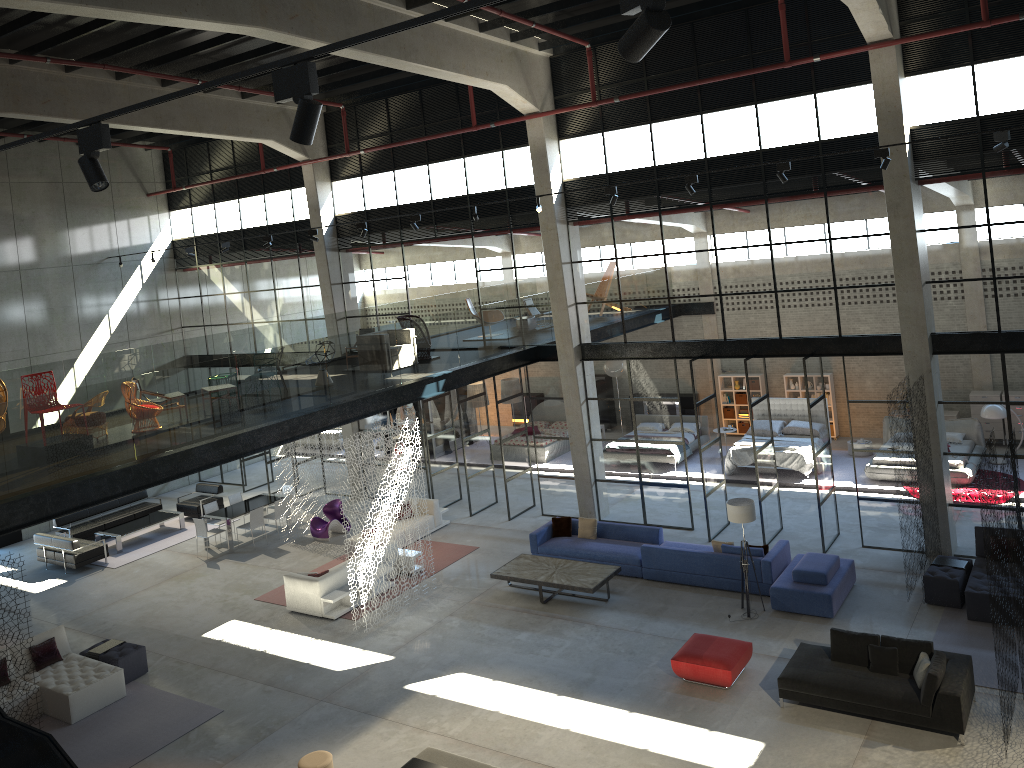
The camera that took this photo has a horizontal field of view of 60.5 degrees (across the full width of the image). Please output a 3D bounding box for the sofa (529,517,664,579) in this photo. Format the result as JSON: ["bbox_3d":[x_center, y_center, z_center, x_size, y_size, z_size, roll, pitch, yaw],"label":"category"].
[{"bbox_3d":[1.596,3.054,16.539,2.326,0.602,1.069,0,9,34],"label":"sofa"}]

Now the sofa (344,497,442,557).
[{"bbox_3d":[-2.552,3.093,18.929,0.938,0.665,2.178,-2,9,34],"label":"sofa"}]

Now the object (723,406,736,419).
[{"bbox_3d":[6.254,0.810,25.063,0.322,0.296,0.328,-3,6,34],"label":"object"}]

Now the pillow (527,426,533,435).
[{"bbox_3d":[0.407,1.344,25.156,0.873,0.211,0.640,-4,8,13],"label":"pillow"}]

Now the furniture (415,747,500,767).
[{"bbox_3d":[-0.802,4.578,9.281,1.442,0.397,1.560,0,10,34],"label":"furniture"}]

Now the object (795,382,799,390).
[{"bbox_3d":[7.780,0.043,23.953,0.100,0.203,0.099,-7,3,-27],"label":"object"}]

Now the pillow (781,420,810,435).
[{"bbox_3d":[7.180,1.080,21.537,0.975,0.290,0.702,0,10,36],"label":"pillow"}]

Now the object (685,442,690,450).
[{"bbox_3d":[3.488,1.616,22.782,2.102,0.246,0.729,0,10,34],"label":"object"}]

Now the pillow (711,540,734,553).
[{"bbox_3d":[3.617,2.840,14.916,0.399,0.380,0.209,-3,4,35],"label":"pillow"}]

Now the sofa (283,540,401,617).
[{"bbox_3d":[-3.124,3.564,16.366,0.943,0.666,2.169,-2,9,34],"label":"sofa"}]

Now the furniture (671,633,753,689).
[{"bbox_3d":[2.743,3.769,11.981,0.851,0.374,0.867,-1,9,34],"label":"furniture"}]

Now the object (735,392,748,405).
[{"bbox_3d":[6.540,0.399,24.833,0.322,0.296,0.328,-3,6,34],"label":"object"}]

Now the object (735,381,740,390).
[{"bbox_3d":[6.367,0.038,24.813,0.153,0.247,0.156,-5,3,26],"label":"object"}]

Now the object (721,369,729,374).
[{"bbox_3d":[6.115,-0.363,25.228,0.232,0.151,0.054,-2,4,32],"label":"object"}]

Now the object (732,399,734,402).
[{"bbox_3d":[6.346,0.470,25.139,0.065,0.106,0.065,-7,3,-10],"label":"object"}]

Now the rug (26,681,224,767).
[{"bbox_3d":[-6.177,4.984,11.679,2.636,0.020,3.683,0,11,34],"label":"rug"}]

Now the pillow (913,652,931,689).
[{"bbox_3d":[4.898,3.410,10.455,0.207,0.314,0.345,-5,5,13],"label":"pillow"}]

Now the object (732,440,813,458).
[{"bbox_3d":[6.224,1.703,20.891,2.271,0.656,0.661,0,8,37],"label":"object"}]

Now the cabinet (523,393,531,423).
[{"bbox_3d":[0.547,0.914,28.913,1.035,1.157,0.455,-3,3,34],"label":"cabinet"}]

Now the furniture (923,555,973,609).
[{"bbox_3d":[6.762,3.039,13.571,0.507,0.453,0.973,-2,9,39],"label":"furniture"}]

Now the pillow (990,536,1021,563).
[{"bbox_3d":[7.643,2.568,13.601,0.411,0.343,0.238,-2,5,35],"label":"pillow"}]

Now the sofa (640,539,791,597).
[{"bbox_3d":[3.516,2.996,15.212,2.326,0.719,1.069,-1,9,34],"label":"sofa"}]

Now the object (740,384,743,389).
[{"bbox_3d":[6.505,0.066,24.908,0.185,0.131,0.187,-6,6,-2],"label":"object"}]

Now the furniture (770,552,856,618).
[{"bbox_3d":[4.813,3.094,14.016,0.945,0.552,1.559,-2,9,34],"label":"furniture"}]

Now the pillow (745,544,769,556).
[{"bbox_3d":[4.091,2.837,14.644,0.397,0.370,0.262,-5,4,13],"label":"pillow"}]

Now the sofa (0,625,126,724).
[{"bbox_3d":[-7.638,4.665,11.931,1.817,0.865,4.212,-1,10,34],"label":"sofa"}]

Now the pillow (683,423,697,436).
[{"bbox_3d":[4.171,1.220,23.933,1.920,0.311,0.556,0,9,34],"label":"pillow"}]

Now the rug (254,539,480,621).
[{"bbox_3d":[-2.764,3.715,17.291,2.636,0.020,3.683,0,11,34],"label":"rug"}]

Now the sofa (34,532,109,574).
[{"bbox_3d":[-9.956,3.713,19.834,1.644,0.755,0.832,-1,7,34],"label":"sofa"}]

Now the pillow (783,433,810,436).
[{"bbox_3d":[7.237,1.160,21.598,0.955,0.329,0.726,0,10,35],"label":"pillow"}]

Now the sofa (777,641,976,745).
[{"bbox_3d":[4.468,3.669,10.823,2.097,0.559,1.097,0,9,35],"label":"sofa"}]

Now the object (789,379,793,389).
[{"bbox_3d":[7.670,0.001,24.086,0.095,0.261,0.095,-6,2,-5],"label":"object"}]

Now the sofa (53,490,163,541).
[{"bbox_3d":[-10.043,3.384,21.956,0.817,0.753,2.489,-3,9,34],"label":"sofa"}]

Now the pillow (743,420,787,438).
[{"bbox_3d":[6.360,1.130,21.977,1.022,0.372,0.675,0,9,38],"label":"pillow"}]

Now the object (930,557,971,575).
[{"bbox_3d":[6.830,2.830,13.678,0.516,0.099,0.305,1,11,39],"label":"object"}]

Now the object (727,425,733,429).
[{"bbox_3d":[5.596,1.110,22.563,0.168,0.090,0.170,-7,7,-4],"label":"object"}]

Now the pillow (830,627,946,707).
[{"bbox_3d":[4.714,3.369,10.759,0.748,0.416,1.586,-10,9,-26],"label":"pillow"}]

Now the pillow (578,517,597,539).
[{"bbox_3d":[1.448,2.772,16.829,0.399,0.380,0.209,-3,4,35],"label":"pillow"}]

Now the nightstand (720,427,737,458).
[{"bbox_3d":[5.506,1.528,22.557,0.600,0.697,0.607,-6,4,6],"label":"nightstand"}]

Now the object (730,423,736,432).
[{"bbox_3d":[6.304,1.250,25.041,0.140,0.235,0.139,-7,3,-19],"label":"object"}]

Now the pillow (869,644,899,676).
[{"bbox_3d":[4.579,3.393,10.809,0.341,0.306,0.189,-3,4,32],"label":"pillow"}]

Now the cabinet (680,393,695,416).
[{"bbox_3d":[4.588,0.899,26.238,2.073,1.155,0.455,-1,4,34],"label":"cabinet"}]

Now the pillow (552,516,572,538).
[{"bbox_3d":[0.974,2.785,17.101,0.397,0.370,0.262,-5,4,13],"label":"pillow"}]

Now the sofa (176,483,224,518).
[{"bbox_3d":[-8.054,3.053,22.665,0.946,0.756,0.832,-2,7,34],"label":"sofa"}]

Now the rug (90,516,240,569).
[{"bbox_3d":[-8.761,3.729,21.313,2.400,0.025,3.441,0,11,34],"label":"rug"}]

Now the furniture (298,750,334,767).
[{"bbox_3d":[-2.282,4.583,10.264,0.398,0.399,0.406,-4,5,24],"label":"furniture"}]

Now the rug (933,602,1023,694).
[{"bbox_3d":[7.513,3.526,11.437,3.613,0.020,2.687,0,11,34],"label":"rug"}]

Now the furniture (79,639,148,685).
[{"bbox_3d":[-6.322,4.412,13.930,0.955,0.453,0.516,-2,7,29],"label":"furniture"}]

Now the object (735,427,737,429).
[{"bbox_3d":[6.452,1.285,25.098,0.118,0.117,0.117,-9,5,-24],"label":"object"}]

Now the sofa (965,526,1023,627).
[{"bbox_3d":[8.681,2.838,12.198,4.132,0.865,1.852,0,10,34],"label":"sofa"}]

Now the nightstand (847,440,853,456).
[{"bbox_3d":[8.526,1.568,21.486,0.577,0.298,0.487,-2,8,31],"label":"nightstand"}]

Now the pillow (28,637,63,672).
[{"bbox_3d":[-7.230,4.192,13.614,0.234,0.343,0.419,-4,6,34],"label":"pillow"}]

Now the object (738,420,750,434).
[{"bbox_3d":[6.624,1.218,24.848,0.322,0.296,0.328,-3,6,34],"label":"object"}]

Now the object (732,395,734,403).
[{"bbox_3d":[6.321,0.430,25.020,0.082,0.228,0.081,-7,2,-24],"label":"object"}]

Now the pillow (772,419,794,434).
[{"bbox_3d":[6.608,1.069,22.176,1.048,0.321,0.496,-1,9,34],"label":"pillow"}]

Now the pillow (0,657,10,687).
[{"bbox_3d":[-7.653,4.324,13.000,0.191,0.375,0.412,-5,5,34],"label":"pillow"}]
